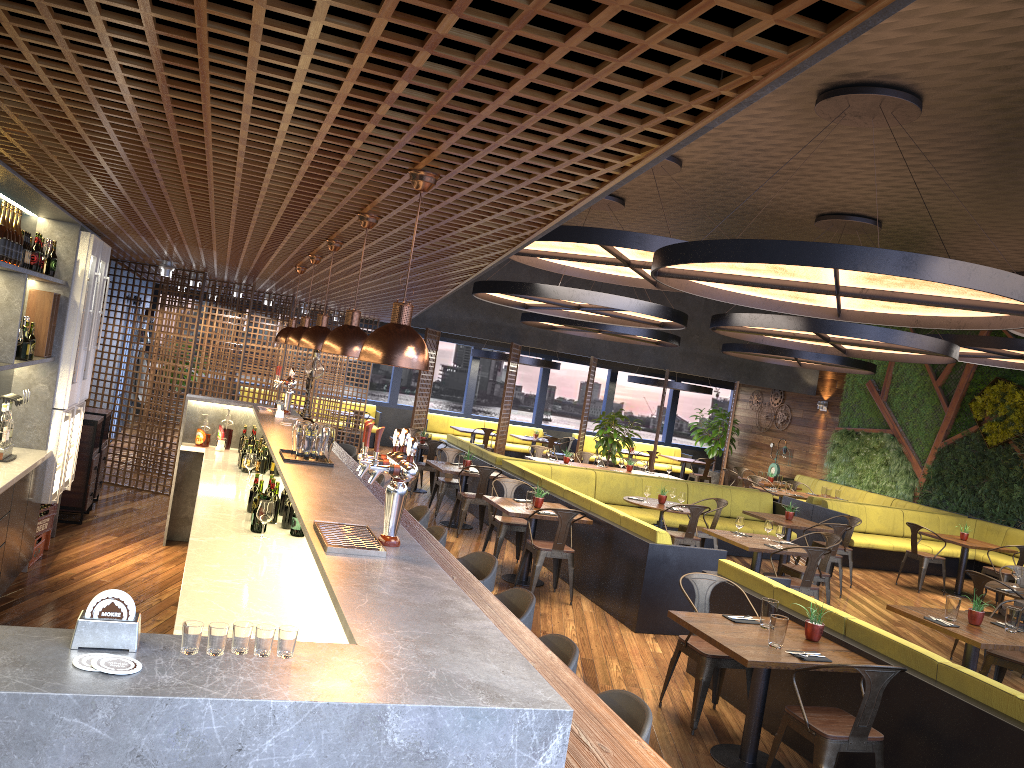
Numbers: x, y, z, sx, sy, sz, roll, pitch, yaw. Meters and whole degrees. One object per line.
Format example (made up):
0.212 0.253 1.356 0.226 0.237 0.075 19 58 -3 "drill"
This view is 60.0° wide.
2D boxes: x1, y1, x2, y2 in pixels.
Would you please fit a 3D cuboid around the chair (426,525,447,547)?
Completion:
-0.706 1.392 5.533 0.483 1.048 0.438 10 1 43 "chair"

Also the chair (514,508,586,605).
0.376 1.602 8.523 0.504 0.917 0.541 9 1 -18 "chair"

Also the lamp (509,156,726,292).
1.302 -1.758 9.226 2.778 1.159 2.778 9 1 32 "lamp"

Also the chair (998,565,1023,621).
5.265 2.376 9.153 0.504 0.917 0.541 9 1 21 "chair"

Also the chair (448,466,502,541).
-0.454 1.446 11.086 0.504 0.917 0.541 9 1 -18 "chair"

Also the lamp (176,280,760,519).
-0.707 0.474 13.709 9.057 2.714 3.017 9 1 -18 "lamp"

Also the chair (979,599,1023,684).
4.019 2.197 7.015 0.541 0.917 0.504 9 1 -41 "chair"

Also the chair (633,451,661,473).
2.961 1.910 19.728 0.504 0.917 0.541 9 1 -18 "chair"

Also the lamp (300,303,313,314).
-3.453 -1.262 14.848 0.228 0.172 0.228 9 1 -19 "lamp"

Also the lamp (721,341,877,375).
5.436 -1.066 16.608 2.778 1.362 2.778 9 1 36 "lamp"

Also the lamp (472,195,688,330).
0.971 -1.652 11.446 2.778 1.475 2.778 9 1 -15 "lamp"

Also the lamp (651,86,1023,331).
2.541 -1.358 6.623 2.778 1.475 2.778 9 1 36 "lamp"

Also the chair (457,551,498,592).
-0.373 1.451 4.888 0.438 1.048 0.483 9 1 1 "chair"

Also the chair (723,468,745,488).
4.387 2.158 17.558 0.541 0.917 0.504 9 1 -18 "chair"

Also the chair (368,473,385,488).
-1.377 1.266 7.546 0.438 1.048 0.483 9 1 -4 "chair"

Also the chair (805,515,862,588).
4.296 2.197 11.821 0.541 0.917 0.504 9 1 -18 "chair"

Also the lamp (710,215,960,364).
3.864 -1.183 10.506 2.778 1.475 2.778 9 1 31 "lamp"

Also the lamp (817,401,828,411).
6.928 0.486 19.885 0.189 0.215 0.215 9 1 -19 "lamp"

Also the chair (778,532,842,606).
3.181 2.040 9.530 0.541 0.917 0.504 9 1 -18 "chair"

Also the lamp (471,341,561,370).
0.245 -1.535 19.510 1.979 2.172 1.979 9 1 26 "lamp"

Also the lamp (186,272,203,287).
-4.064 -1.327 11.347 0.228 0.172 0.228 9 1 -19 "lamp"

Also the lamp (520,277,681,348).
1.630 -1.584 15.404 2.778 1.475 2.778 9 1 -18 "lamp"

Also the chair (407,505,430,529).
-0.869 1.360 6.198 0.438 1.048 0.483 9 1 10 "chair"

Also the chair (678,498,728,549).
2.415 1.901 11.362 0.541 0.917 0.504 9 1 -18 "chair"

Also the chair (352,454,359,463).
-1.757 1.193 8.891 0.438 1.048 0.483 9 1 10 "chair"

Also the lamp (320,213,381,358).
-0.731 -0.465 4.203 0.250 0.673 0.250 9 1 14 "lamp"

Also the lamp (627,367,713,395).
3.850 -0.974 20.734 1.979 2.172 1.979 9 1 -34 "lamp"

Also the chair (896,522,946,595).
5.742 2.422 12.392 0.541 0.917 0.504 9 1 -18 "chair"

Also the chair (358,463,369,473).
-1.625 1.220 8.280 0.483 1.048 0.438 10 1 43 "chair"

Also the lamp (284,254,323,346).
-1.498 -0.609 6.527 0.250 0.673 0.250 9 1 14 "lamp"

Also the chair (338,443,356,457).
-1.951 1.157 9.446 0.438 1.048 0.483 9 1 -27 "chair"

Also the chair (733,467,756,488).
4.835 2.220 18.497 0.504 0.917 0.541 9 1 -18 "chair"

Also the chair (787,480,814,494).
5.430 2.331 16.832 0.504 0.917 0.541 9 1 -18 "chair"

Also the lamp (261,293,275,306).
-3.754 -1.299 13.663 0.228 0.172 0.228 9 1 -19 "lamp"

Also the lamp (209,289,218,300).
-5.118 -1.530 15.183 0.228 0.172 0.228 9 1 -19 "lamp"

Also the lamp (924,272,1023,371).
7.008 -0.875 12.045 2.778 1.159 2.778 9 1 -29 "lamp"

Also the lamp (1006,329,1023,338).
6.317 -0.951 8.380 2.778 1.159 2.778 9 1 -41 "lamp"

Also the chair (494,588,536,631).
-0.184 1.488 4.186 0.438 1.048 0.483 9 1 10 "chair"

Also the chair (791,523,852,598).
3.846 2.133 10.985 0.504 0.917 0.541 9 1 -18 "chair"

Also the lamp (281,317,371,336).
-3.572 -2.132 18.213 1.979 2.172 1.979 9 1 -12 "lamp"

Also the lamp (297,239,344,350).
-1.137 -0.541 5.433 0.250 0.673 0.250 9 1 14 "lamp"

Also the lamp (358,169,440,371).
-0.358 -0.395 3.072 0.250 0.673 0.250 9 1 -31 "lamp"

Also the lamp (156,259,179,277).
-3.799 -1.270 9.757 0.228 0.172 0.228 9 1 -19 "lamp"

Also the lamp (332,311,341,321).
-3.181 -1.230 16.053 0.228 0.172 0.228 9 1 -19 "lamp"

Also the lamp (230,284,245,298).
-3.872 -1.307 12.518 0.228 0.172 0.228 9 1 -19 "lamp"

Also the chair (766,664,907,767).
1.727 1.853 4.715 0.504 0.917 0.541 9 1 -18 "chair"

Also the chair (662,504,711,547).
2.020 1.845 10.574 0.504 0.917 0.541 9 1 -18 "chair"

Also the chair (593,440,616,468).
2.091 1.767 20.221 0.541 0.917 0.504 9 1 -18 "chair"

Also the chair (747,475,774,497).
4.616 2.204 16.555 0.504 0.917 0.541 9 1 -18 "chair"

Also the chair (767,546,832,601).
2.754 1.980 8.648 0.504 0.917 0.541 9 1 -18 "chair"

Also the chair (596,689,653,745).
0.157 1.553 2.951 0.483 1.048 0.438 10 1 43 "chair"

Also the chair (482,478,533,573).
-0.013 1.529 9.703 0.504 0.917 0.541 9 1 -18 "chair"

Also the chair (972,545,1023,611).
6.645 2.570 11.936 0.504 0.917 0.541 9 1 -18 "chair"

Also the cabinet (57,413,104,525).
-4.324 0.808 8.708 0.473 1.007 0.553 9 1 -19 "cabinet"

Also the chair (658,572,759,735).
1.332 1.779 5.913 0.504 0.917 0.541 9 1 -18 "chair"

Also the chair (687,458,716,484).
4.301 2.120 20.183 0.504 0.917 0.541 9 1 -18 "chair"

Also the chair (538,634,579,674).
-0.042 1.517 3.513 0.483 1.048 0.438 10 1 43 "chair"

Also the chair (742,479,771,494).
4.281 2.159 15.642 0.541 0.917 0.504 9 1 -18 "chair"

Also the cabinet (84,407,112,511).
-4.542 0.768 9.367 0.473 1.007 0.553 9 1 -19 "cabinet"
